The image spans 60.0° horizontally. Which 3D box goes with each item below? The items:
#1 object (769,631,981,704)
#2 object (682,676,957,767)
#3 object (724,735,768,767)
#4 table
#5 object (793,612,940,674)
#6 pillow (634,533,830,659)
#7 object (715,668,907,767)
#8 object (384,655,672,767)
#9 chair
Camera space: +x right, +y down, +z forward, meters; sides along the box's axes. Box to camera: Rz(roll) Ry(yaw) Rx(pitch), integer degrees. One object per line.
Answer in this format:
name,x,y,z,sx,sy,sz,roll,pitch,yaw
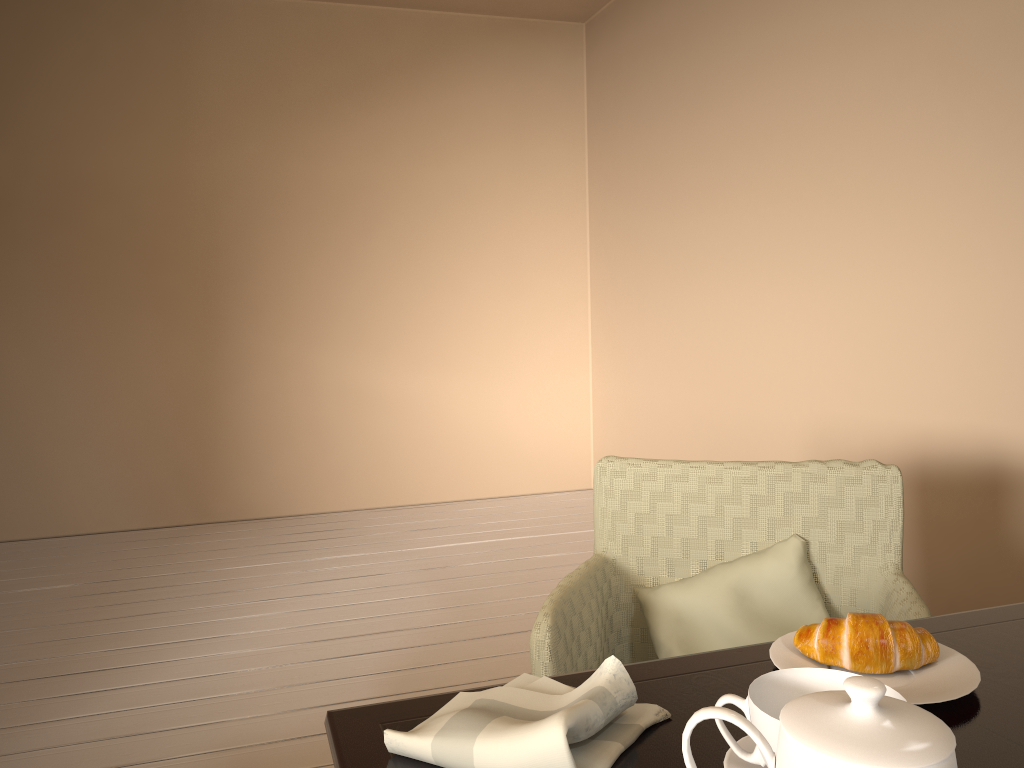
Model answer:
object,0.359,0.283,0.887,0.194,0.014,0.194,-6,6,-41
object,0.210,0.248,0.515,0.198,0.155,0.118,-2,4,-11
object,0.241,0.305,0.679,0.154,0.012,0.154,2,6,33
table,0.568,0.685,0.044,0.919,0.652,1.995,-3,5,-17
object,0.360,0.259,0.897,0.138,0.051,0.062,-1,4,1
pillow,0.388,0.411,1.489,0.316,0.294,0.248,-2,4,-4
object,0.237,0.275,0.676,0.125,0.069,0.116,-3,5,-24
object,0.012,0.276,0.783,0.197,0.063,0.205,2,6,35
chair,0.350,0.550,1.394,0.563,0.800,0.562,0,4,19
